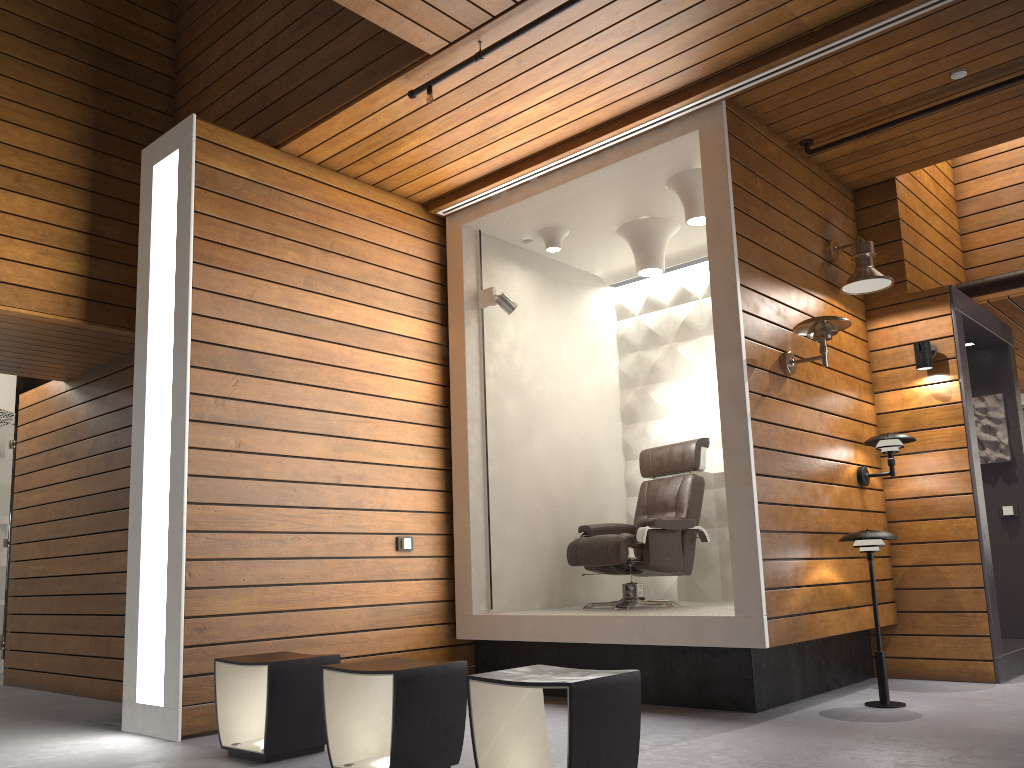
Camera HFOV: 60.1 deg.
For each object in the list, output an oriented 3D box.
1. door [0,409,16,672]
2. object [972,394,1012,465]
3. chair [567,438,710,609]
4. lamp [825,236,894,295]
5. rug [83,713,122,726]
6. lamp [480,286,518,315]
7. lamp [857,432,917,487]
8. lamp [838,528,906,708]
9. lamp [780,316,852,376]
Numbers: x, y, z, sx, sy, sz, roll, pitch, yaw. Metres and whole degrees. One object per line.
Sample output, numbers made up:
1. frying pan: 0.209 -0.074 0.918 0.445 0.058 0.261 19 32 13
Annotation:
1. door: -4.566 1.262 7.312 0.146 2.285 1.296 -3 -10 4
2. object: 3.292 0.331 6.275 0.382 0.474 0.049 -11 -13 41
3. chair: 0.830 0.897 5.744 0.826 1.063 0.760 5 -12 -33
4. lamp: 2.027 -0.719 5.164 0.347 0.328 0.295 -12 -15 43
5. rug: -1.614 1.879 5.209 0.543 0.014 1.584 -13 -16 40
6. lamp: -0.087 -0.528 5.628 0.249 0.187 0.130 -4 -11 10
7. lamp: 2.156 0.427 5.087 0.328 0.294 0.289 -12 -14 41
8. lamp: 1.809 1.150 4.401 0.288 0.855 0.289 -7 -11 27
9. lamp: 1.553 -0.205 4.509 0.353 0.269 0.289 -12 -15 41
